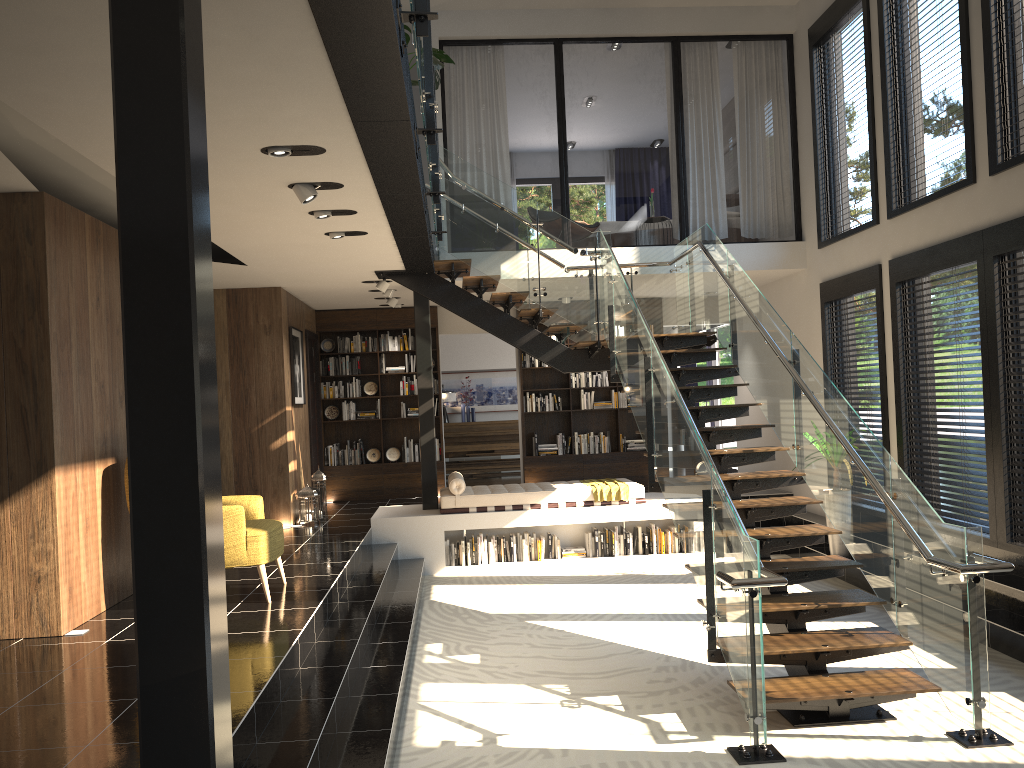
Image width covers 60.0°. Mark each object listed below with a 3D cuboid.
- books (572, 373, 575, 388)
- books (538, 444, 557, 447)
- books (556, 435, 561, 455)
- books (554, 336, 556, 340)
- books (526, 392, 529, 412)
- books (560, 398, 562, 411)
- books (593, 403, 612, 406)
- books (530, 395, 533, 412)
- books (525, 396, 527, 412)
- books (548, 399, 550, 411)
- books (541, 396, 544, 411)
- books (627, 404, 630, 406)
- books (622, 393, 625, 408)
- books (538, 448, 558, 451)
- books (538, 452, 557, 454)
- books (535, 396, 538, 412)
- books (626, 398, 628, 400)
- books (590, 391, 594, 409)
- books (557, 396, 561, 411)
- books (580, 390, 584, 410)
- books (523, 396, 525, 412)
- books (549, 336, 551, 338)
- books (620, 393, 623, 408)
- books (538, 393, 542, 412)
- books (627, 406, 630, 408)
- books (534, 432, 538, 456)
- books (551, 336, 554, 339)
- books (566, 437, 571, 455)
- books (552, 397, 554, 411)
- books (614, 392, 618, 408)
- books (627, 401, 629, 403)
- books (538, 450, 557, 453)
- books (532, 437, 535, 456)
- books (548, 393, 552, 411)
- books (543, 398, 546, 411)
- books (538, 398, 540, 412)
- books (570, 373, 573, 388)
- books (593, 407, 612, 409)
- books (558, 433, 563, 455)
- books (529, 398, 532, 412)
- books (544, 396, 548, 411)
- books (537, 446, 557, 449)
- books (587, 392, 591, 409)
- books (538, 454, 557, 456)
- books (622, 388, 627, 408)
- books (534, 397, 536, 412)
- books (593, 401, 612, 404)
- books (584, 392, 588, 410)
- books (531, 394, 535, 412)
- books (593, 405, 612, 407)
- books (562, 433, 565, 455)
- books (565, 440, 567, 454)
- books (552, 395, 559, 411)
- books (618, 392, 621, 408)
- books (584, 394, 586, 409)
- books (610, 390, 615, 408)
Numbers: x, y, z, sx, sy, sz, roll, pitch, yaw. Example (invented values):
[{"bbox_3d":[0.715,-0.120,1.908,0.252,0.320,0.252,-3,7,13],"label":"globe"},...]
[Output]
[{"bbox_3d":[0.873,-0.079,12.735,0.031,0.272,0.158,-3,-1,-4],"label":"books"},{"bbox_3d":[0.503,0.881,12.729,0.257,0.024,0.167,-2,-1,-4],"label":"books"},{"bbox_3d":[0.669,0.874,12.721,0.030,0.284,0.177,-3,-1,-4],"label":"books"},{"bbox_3d":[0.602,-0.718,12.723,0.034,0.311,0.149,-3,0,-4],"label":"books"},{"bbox_3d":[0.224,0.262,12.689,0.028,0.282,0.169,-3,-1,-4],"label":"books"},{"bbox_3d":[0.693,0.291,12.763,0.022,0.185,0.127,-3,-1,-4],"label":"books"},{"bbox_3d":[1.290,0.293,12.740,0.261,0.024,0.167,-2,-1,-7],"label":"books"},{"bbox_3d":[0.277,0.279,12.710,0.023,0.245,0.159,-3,-1,-4],"label":"books"},{"bbox_3d":[0.194,0.286,12.721,0.028,0.237,0.134,-3,-1,-4],"label":"books"},{"bbox_3d":[0.519,0.305,12.722,0.027,0.171,0.146,-3,-1,-4],"label":"books"},{"bbox_3d":[0.431,0.286,12.724,0.021,0.216,0.170,-3,-1,-4],"label":"books"},{"bbox_3d":[1.784,0.297,12.777,0.274,0.022,0.156,-2,-1,-7],"label":"books"},{"bbox_3d":[1.589,0.237,12.742,0.026,0.209,0.184,-3,-1,-4],"label":"books"},{"bbox_3d":[0.505,0.934,12.725,0.287,0.030,0.176,-2,-1,-6],"label":"books"},{"bbox_3d":[0.507,0.986,12.726,0.258,0.024,0.167,-2,-1,-3],"label":"books"},{"bbox_3d":[0.354,0.284,12.710,0.028,0.227,0.136,-3,-1,-4],"label":"books"},{"bbox_3d":[1.780,0.210,12.782,0.272,0.022,0.156,-2,-1,-5],"label":"books"},{"bbox_3d":[1.141,0.232,12.736,0.067,0.261,0.159,-2,-1,-4],"label":"books"},{"bbox_3d":[0.670,0.279,12.719,0.028,0.210,0.169,-3,-1,-4],"label":"books"},{"bbox_3d":[1.003,0.226,12.725,0.030,0.284,0.176,-3,-1,-4],"label":"books"},{"bbox_3d":[0.168,0.293,12.714,0.025,0.227,0.156,-3,-1,-4],"label":"books"},{"bbox_3d":[0.406,-0.671,12.716,0.285,0.030,0.176,-2,-1,-5],"label":"books"},{"bbox_3d":[1.560,0.236,12.759,0.029,0.214,0.149,-3,-1,-4],"label":"books"},{"bbox_3d":[0.405,0.259,12.709,0.029,0.272,0.152,-3,-1,-4],"label":"books"},{"bbox_3d":[1.786,0.320,12.765,0.288,0.026,0.175,-3,-1,0],"label":"books"},{"bbox_3d":[0.340,0.860,12.686,0.028,0.340,0.203,-3,-1,-4],"label":"books"},{"bbox_3d":[0.571,-0.703,12.710,0.030,0.284,0.176,-3,-1,-4],"label":"books"},{"bbox_3d":[0.811,0.883,12.749,0.075,0.254,0.181,-2,-1,-4],"label":"books"},{"bbox_3d":[0.575,0.286,12.729,0.030,0.205,0.170,-3,-1,-4],"label":"books"},{"bbox_3d":[1.480,0.232,12.770,0.037,0.232,0.231,-3,-1,-4],"label":"books"},{"bbox_3d":[1.783,0.253,12.776,0.268,0.022,0.156,-2,-1,-8],"label":"books"},{"bbox_3d":[0.506,0.962,12.739,0.271,0.025,0.156,-2,-1,-3],"label":"books"},{"bbox_3d":[0.312,0.897,12.729,0.025,0.270,0.156,-3,-1,-4],"label":"books"},{"bbox_3d":[0.546,0.261,12.703,0.029,0.256,0.167,-3,-1,-4],"label":"books"},{"bbox_3d":[0.459,0.297,12.719,0.033,0.193,0.172,-3,-1,-4],"label":"books"},{"bbox_3d":[0.381,0.298,12.703,0.024,0.197,0.173,-3,-1,-4],"label":"books"},{"bbox_3d":[0.843,-0.056,12.735,0.030,0.228,0.176,-3,-1,-4],"label":"books"},{"bbox_3d":[1.292,0.343,12.745,0.274,0.025,0.156,-2,-1,-7],"label":"books"},{"bbox_3d":[0.698,0.860,12.741,0.031,0.310,0.169,-3,-1,-4],"label":"books"},{"bbox_3d":[0.254,0.302,12.689,0.028,0.199,0.175,-3,-1,-4],"label":"books"},{"bbox_3d":[0.491,0.281,12.709,0.030,0.222,0.190,-3,-1,-4],"label":"books"},{"bbox_3d":[0.503,0.906,12.739,0.271,0.025,0.156,-2,-1,-3],"label":"books"},{"bbox_3d":[1.092,0.242,12.702,0.036,0.244,0.194,-3,-1,-4],"label":"books"},{"bbox_3d":[0.507,1.011,12.742,0.247,0.026,0.148,-2,-1,-5],"label":"books"},{"bbox_3d":[1.616,0.202,12.754,0.031,0.277,0.168,-3,-1,-4],"label":"books"},{"bbox_3d":[0.329,0.295,12.708,0.022,0.207,0.130,-3,-1,-4],"label":"books"},{"bbox_3d":[1.289,0.268,12.745,0.274,0.025,0.156,-3,-1,0],"label":"books"},{"bbox_3d":[1.058,0.243,12.724,0.030,0.245,0.166,-3,-1,-4],"label":"books"},{"bbox_3d":[0.303,0.271,12.694,0.029,0.258,0.181,-3,-1,-4],"label":"books"},{"bbox_3d":[1.291,0.318,12.743,0.275,0.025,0.156,-2,-1,-8],"label":"books"},{"bbox_3d":[0.732,0.863,12.739,0.036,0.302,0.186,-3,-1,-4],"label":"books"},{"bbox_3d":[0.762,0.907,12.762,0.023,0.212,0.123,-3,-1,-4],"label":"books"},{"bbox_3d":[0.621,0.268,12.714,0.070,0.236,0.206,-2,-1,-4],"label":"books"},{"bbox_3d":[1.532,0.228,12.769,0.025,0.232,0.156,-3,-1,-4],"label":"books"},{"bbox_3d":[1.034,0.257,12.691,0.023,0.218,0.196,-3,-1,-4],"label":"books"},{"bbox_3d":[1.449,0.218,12.758,0.026,0.263,0.156,-3,-1,-4],"label":"books"}]
